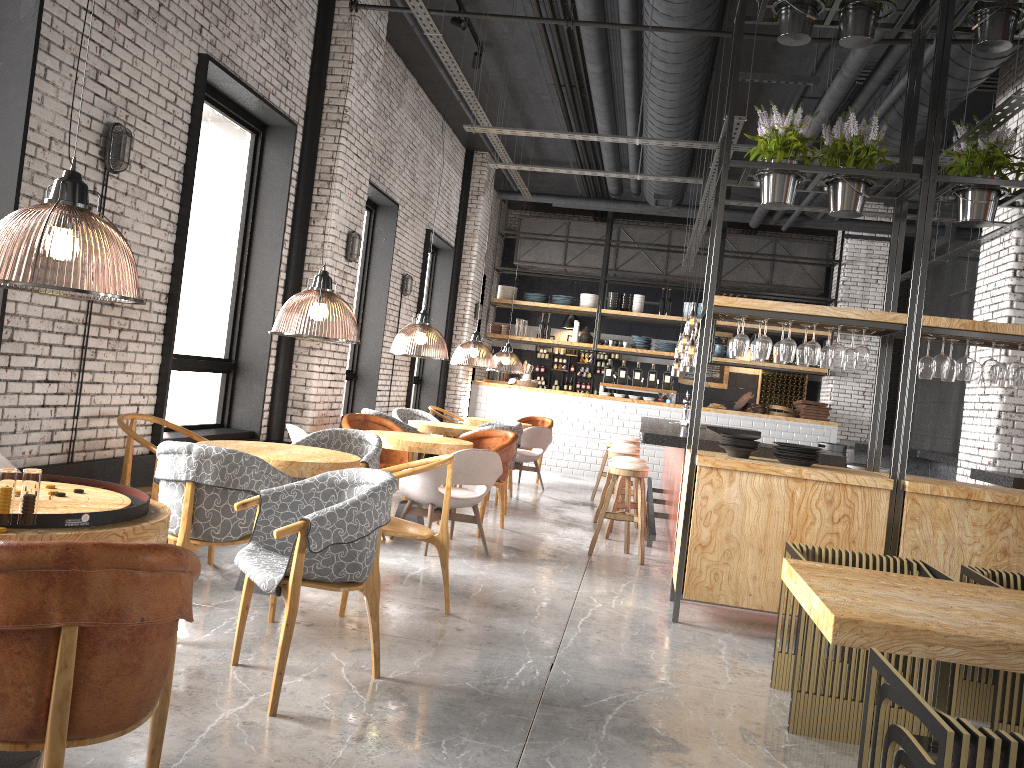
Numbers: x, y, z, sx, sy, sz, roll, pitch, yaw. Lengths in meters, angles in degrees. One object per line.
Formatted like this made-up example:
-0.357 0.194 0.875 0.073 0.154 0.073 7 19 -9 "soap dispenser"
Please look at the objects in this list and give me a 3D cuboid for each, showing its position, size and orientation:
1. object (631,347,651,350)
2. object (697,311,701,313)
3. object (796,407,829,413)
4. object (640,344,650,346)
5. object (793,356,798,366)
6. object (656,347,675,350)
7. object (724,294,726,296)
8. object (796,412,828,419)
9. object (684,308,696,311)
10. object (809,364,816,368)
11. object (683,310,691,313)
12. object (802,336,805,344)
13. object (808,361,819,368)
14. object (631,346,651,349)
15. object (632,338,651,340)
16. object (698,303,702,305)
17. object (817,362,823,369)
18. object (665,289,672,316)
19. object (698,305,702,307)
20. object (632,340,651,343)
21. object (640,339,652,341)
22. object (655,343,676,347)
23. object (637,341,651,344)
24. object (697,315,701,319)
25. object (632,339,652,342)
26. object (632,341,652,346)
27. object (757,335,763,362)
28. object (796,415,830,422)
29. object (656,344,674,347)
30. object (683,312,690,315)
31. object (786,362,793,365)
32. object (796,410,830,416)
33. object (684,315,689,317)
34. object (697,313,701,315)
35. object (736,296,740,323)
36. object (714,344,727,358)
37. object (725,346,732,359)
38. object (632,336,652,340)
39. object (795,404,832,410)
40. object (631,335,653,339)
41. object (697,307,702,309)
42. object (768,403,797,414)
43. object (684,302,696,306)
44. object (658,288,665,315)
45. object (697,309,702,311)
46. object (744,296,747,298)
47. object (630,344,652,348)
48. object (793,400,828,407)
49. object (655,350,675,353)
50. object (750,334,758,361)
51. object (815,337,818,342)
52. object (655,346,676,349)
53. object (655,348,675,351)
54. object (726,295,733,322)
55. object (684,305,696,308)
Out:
2.181 -0.589 14.997 0.334 0.033 0.335 7 0 -22 "object"
3.200 -1.169 14.839 0.218 0.092 0.218 7 0 -2 "object"
4.789 0.414 14.140 0.405 0.044 0.635 7 0 9 "object"
2.186 -0.642 14.999 0.334 0.052 0.334 7 0 39 "object"
4.657 -0.378 14.463 0.118 0.181 0.118 6 -1 42 "object"
2.631 -0.585 14.930 0.454 0.050 0.453 7 0 29 "object"
3.509 -1.254 14.699 0.098 0.458 0.098 6 -1 31 "object"
4.779 0.502 14.138 0.405 0.044 0.635 7 0 11 "object"
2.984 -1.245 14.899 0.210 0.078 0.210 7 0 31 "object"
4.899 -0.350 14.458 0.118 0.181 0.118 7 -1 -8 "object"
2.984 -1.201 14.902 0.210 0.074 0.210 7 0 -17 "object"
4.805 -0.544 14.636 0.157 0.554 0.105 6 -1 13 "object"
4.984 -0.449 14.621 0.157 0.406 0.105 6 -1 13 "object"
2.183 -0.603 14.996 0.334 0.046 0.334 7 0 -6 "object"
2.199 -0.749 15.000 0.334 0.036 0.335 7 0 -2 "object"
3.221 -1.295 14.845 0.219 0.091 0.218 7 0 26 "object"
5.012 -0.337 14.388 0.118 0.181 0.118 6 -1 33 "object"
2.637 -1.361 14.909 0.098 0.471 0.098 6 -1 31 "object"
3.222 -1.264 14.842 0.218 0.096 0.219 7 0 -8 "object"
2.196 -0.706 15.001 0.333 0.052 0.335 6 0 -43 "object"
2.197 -0.734 15.000 0.334 0.035 0.335 7 0 -16 "object"
2.637 -0.655 14.930 0.454 0.048 0.453 7 0 36 "object"
2.192 -0.693 14.999 0.335 0.039 0.334 7 0 8 "object"
3.197 -1.104 14.838 0.218 0.085 0.219 7 0 -22 "object"
2.197 -0.722 15.002 0.335 0.052 0.333 7 0 25 "object"
2.194 -0.676 14.998 0.372 0.071 0.373 7 0 21 "object"
4.138 -0.583 14.720 0.098 0.471 0.098 6 -1 16 "object"
4.774 0.546 14.137 0.405 0.044 0.635 7 0 4 "object"
2.636 -0.633 14.929 0.453 0.065 0.453 7 0 -29 "object"
2.977 -1.158 14.898 0.210 0.069 0.210 7 0 -26 "object"
4.538 -0.392 14.491 0.118 0.181 0.118 7 -1 -32 "object"
4.784 0.458 14.139 0.405 0.044 0.635 7 0 5 "object"
2.973 -1.115 14.898 0.210 0.065 0.210 7 0 26 "object"
3.205 -1.136 14.839 0.218 0.093 0.219 7 0 -8 "object"
3.725 -1.229 14.665 0.098 0.458 0.098 7 -1 -14 "object"
3.481 -0.537 14.798 0.198 0.230 0.165 6 -1 15 "object"
3.654 -0.517 14.759 0.165 0.230 0.198 7 -1 -21 "object"
2.202 -0.762 15.001 0.334 0.048 0.335 7 0 -4 "object"
4.794 0.370 14.140 0.405 0.044 0.635 7 0 2 "object"
2.203 -0.782 15.000 0.373 0.050 0.372 7 0 30 "object"
3.209 -1.232 14.844 0.218 0.092 0.218 7 0 -41 "object"
4.342 0.402 14.221 0.439 0.154 0.437 7 0 -34 "object"
2.999 -1.330 14.899 0.210 0.074 0.210 7 0 13 "object"
2.531 -1.373 14.925 0.098 0.471 0.098 6 -1 31 "object"
3.205 -1.200 14.843 0.218 0.092 0.218 6 0 45 "object"
3.831 -1.217 14.649 0.098 0.458 0.098 7 -1 -14 "object"
2.184 -0.625 15.001 0.373 0.067 0.372 7 0 -10 "object"
4.739 0.318 14.086 0.406 0.094 0.636 7 0 6 "object"
2.624 -0.537 14.929 0.454 0.033 0.454 7 0 -9 "object"
4.032 -0.595 14.736 0.098 0.471 0.098 7 -1 -3 "object"
4.991 -0.525 14.617 0.141 0.550 0.096 6 -1 13 "object"
2.631 -0.609 14.929 0.452 0.062 0.454 6 0 -37 "object"
2.626 -0.561 14.930 0.453 0.042 0.454 7 0 -17 "object"
3.615 -1.242 14.682 0.098 0.458 0.098 6 -1 31 "object"
2.991 -1.287 14.898 0.210 0.076 0.210 7 0 -17 "object"
